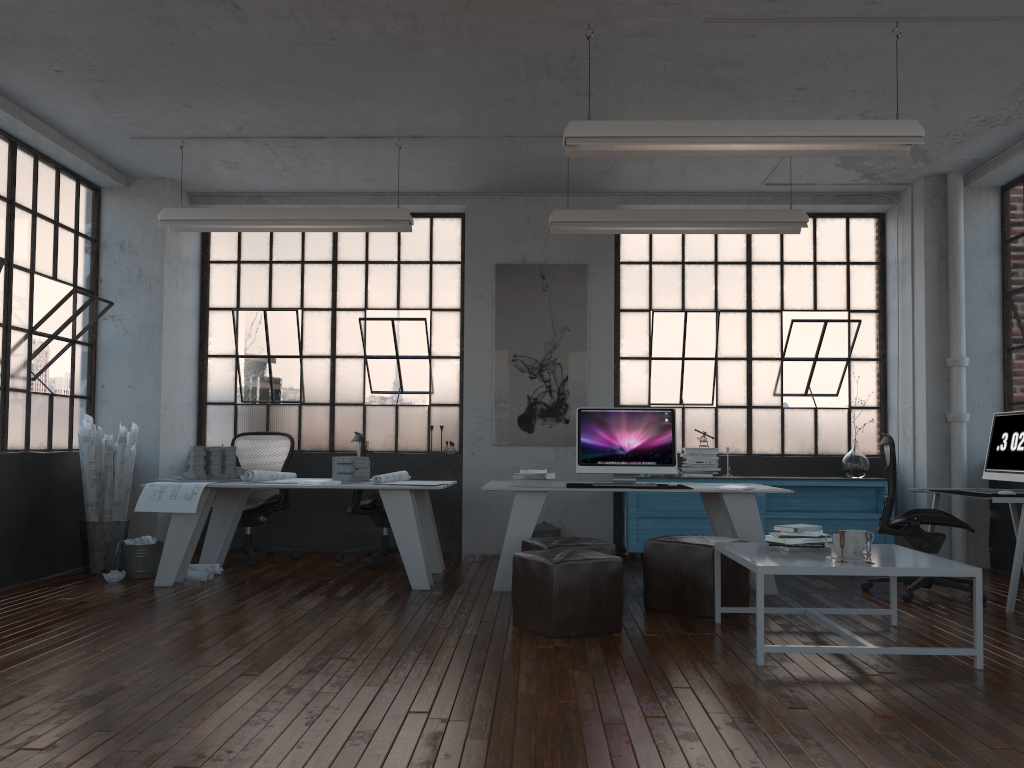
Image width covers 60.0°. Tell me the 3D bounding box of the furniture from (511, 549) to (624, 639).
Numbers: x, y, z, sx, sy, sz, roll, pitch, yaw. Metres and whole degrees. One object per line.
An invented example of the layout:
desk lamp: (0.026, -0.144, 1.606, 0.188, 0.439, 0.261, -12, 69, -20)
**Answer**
furniture: (0.293, 1.117, 4.772, 0.471, 0.430, 0.471, 2, -4, -30)

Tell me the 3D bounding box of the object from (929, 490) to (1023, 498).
object: (3.305, 0.739, 5.944, 0.687, 0.008, 0.849, 0, -4, 3)

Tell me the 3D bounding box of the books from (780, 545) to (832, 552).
books: (1.523, 0.851, 4.607, 0.218, 0.028, 0.172, 0, -4, 2)

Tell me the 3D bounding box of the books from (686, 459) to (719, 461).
books: (1.698, 0.675, 7.923, 0.263, 0.017, 0.168, 0, -4, 2)

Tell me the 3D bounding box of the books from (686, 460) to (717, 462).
books: (1.690, 0.689, 7.914, 0.254, 0.012, 0.161, 0, -4, 2)

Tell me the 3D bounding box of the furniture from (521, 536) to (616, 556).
furniture: (0.335, 1.155, 5.384, 0.480, 0.439, 0.481, 2, -3, -20)

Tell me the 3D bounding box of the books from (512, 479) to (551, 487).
books: (0.136, 0.687, 6.175, 0.271, 0.050, 0.200, 0, -4, 2)

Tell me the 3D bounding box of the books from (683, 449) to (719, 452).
books: (1.685, 0.594, 7.924, 0.288, 0.016, 0.183, 0, -4, 2)

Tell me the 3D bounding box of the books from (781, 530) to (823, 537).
books: (1.502, 0.769, 4.589, 0.185, 0.026, 0.125, -2, -5, 32)

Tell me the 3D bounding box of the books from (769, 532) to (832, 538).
books: (1.501, 0.787, 4.619, 0.275, 0.014, 0.200, 0, -4, 2)

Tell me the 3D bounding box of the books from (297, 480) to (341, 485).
books: (-1.356, 0.693, 6.243, 0.235, 0.024, 0.200, -3, -5, 38)

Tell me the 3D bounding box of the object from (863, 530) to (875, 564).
object: (1.642, 0.751, 4.081, 0.055, 0.153, 0.055, 1, -3, -22)

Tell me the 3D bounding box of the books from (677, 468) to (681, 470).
books: (1.327, 0.737, 7.712, 0.258, 0.023, 0.212, 0, -4, 2)

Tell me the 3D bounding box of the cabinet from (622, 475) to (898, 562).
cabinet: (2.105, 1.178, 7.757, 2.262, 0.732, 0.627, 0, -3, 2)

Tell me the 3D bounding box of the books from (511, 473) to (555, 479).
books: (0.149, 0.638, 6.153, 0.257, 0.044, 0.193, -1, -4, 22)

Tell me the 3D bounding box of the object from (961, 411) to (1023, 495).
object: (3.310, 0.457, 5.954, 0.377, 0.552, 0.715, 0, -3, 3)

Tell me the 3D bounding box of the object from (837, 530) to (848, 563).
object: (1.533, 0.754, 4.116, 0.052, 0.148, 0.053, -2, -3, 42)

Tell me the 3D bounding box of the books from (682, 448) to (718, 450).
books: (1.678, 0.577, 7.914, 0.288, 0.016, 0.183, 0, -4, 2)

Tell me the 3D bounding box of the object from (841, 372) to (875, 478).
object: (3.051, 0.350, 7.711, 0.232, 0.938, 0.434, 1, -3, -17)

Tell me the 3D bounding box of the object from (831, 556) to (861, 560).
object: (1.610, 0.837, 4.276, 0.137, 0.003, 0.138, -1, -4, 23)

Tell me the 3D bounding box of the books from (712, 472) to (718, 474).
books: (1.694, 0.793, 7.911, 0.254, 0.012, 0.161, 0, -4, 2)

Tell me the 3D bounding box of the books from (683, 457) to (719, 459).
books: (1.689, 0.659, 7.938, 0.288, 0.016, 0.183, 0, -4, 2)

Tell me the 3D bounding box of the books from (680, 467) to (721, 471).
books: (1.682, 0.761, 7.918, 0.331, 0.025, 0.176, 0, -4, 2)

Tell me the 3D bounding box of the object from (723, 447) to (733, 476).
object: (1.941, 0.698, 7.975, 0.084, 0.256, 0.084, 1, -3, -21)

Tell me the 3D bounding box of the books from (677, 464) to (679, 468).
books: (1.318, 0.711, 7.710, 0.239, 0.028, 0.191, 0, -4, 4)

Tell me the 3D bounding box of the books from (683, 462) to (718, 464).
books: (1.679, 0.702, 7.920, 0.285, 0.012, 0.159, 0, -4, 2)

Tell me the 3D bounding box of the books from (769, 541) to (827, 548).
books: (1.491, 0.829, 4.622, 0.274, 0.025, 0.210, -1, -4, 22)

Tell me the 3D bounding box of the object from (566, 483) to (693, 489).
object: (0.811, 0.722, 6.267, 0.848, 0.008, 0.688, 0, -4, 3)

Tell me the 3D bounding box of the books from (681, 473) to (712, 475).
books: (1.596, 0.783, 7.696, 0.248, 0.014, 0.187, 0, -4, 0)

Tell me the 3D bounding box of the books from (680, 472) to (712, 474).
books: (1.598, 0.771, 7.704, 0.251, 0.012, 0.202, 0, -4, 3)

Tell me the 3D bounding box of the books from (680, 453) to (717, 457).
books: (1.666, 0.637, 7.939, 0.296, 0.028, 0.180, 0, -4, 2)

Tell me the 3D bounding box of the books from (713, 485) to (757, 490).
books: (1.525, 0.706, 6.053, 0.205, 0.019, 0.243, -3, -5, 42)

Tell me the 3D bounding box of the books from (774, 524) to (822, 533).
books: (1.480, 0.746, 4.592, 0.202, 0.026, 0.141, 3, -4, -28)

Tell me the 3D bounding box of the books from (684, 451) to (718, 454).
books: (1.686, 0.613, 7.923, 0.273, 0.021, 0.174, 0, -4, 2)

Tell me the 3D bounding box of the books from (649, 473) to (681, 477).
books: (1.327, 0.787, 7.708, 0.258, 0.032, 0.191, 0, -4, 4)

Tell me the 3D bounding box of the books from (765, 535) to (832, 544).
books: (1.492, 0.805, 4.621, 0.272, 0.031, 0.200, 2, -4, -23)

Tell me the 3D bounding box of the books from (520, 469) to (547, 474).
books: (0.152, 0.608, 6.169, 0.185, 0.030, 0.153, 0, -4, 2)

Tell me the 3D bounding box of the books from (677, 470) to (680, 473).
books: (1.318, 0.759, 7.702, 0.242, 0.023, 0.191, 0, -4, 0)

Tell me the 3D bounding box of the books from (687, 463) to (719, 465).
books: (1.701, 0.714, 7.911, 0.256, 0.013, 0.161, 0, -4, 2)

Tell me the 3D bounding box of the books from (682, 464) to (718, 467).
books: (1.678, 0.730, 7.935, 0.288, 0.016, 0.183, 0, -4, 2)

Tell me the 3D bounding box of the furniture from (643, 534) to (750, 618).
furniture: (1.117, 1.150, 5.363, 0.503, 0.460, 0.504, -2, -4, 40)
